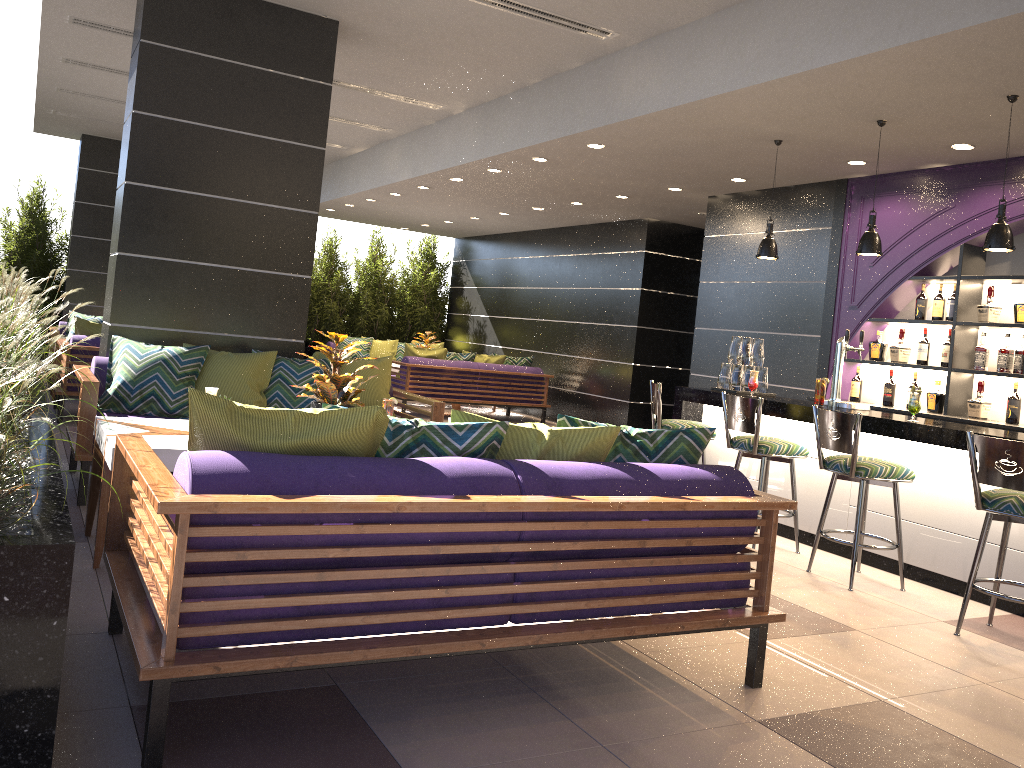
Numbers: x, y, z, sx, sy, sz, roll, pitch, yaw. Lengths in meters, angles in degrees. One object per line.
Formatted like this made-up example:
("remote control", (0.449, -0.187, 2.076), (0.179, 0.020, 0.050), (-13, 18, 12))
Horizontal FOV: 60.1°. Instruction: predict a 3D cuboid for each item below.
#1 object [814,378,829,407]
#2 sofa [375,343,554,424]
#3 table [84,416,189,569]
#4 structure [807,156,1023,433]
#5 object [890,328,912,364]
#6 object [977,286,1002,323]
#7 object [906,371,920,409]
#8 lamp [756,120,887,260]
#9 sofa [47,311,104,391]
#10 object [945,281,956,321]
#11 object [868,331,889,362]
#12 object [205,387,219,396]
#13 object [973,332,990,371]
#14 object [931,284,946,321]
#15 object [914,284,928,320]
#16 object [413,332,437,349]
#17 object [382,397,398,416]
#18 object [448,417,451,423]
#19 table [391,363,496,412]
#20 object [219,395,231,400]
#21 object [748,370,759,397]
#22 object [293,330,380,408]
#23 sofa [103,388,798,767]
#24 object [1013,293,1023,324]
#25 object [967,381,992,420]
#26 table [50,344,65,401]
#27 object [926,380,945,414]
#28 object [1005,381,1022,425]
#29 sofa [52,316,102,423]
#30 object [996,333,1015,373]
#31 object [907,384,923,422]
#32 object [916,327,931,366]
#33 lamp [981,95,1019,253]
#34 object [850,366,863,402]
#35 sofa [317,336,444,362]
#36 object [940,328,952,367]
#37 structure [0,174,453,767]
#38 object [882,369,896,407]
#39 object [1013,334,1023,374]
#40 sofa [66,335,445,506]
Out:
("object", (1.982, 0.052, 5.681), (0.067, 0.190, 0.084), (6, 0, -4))
("sofa", (-0.654, -0.020, 11.739), (2.120, 0.919, 1.123), (5, 2, -29))
("table", (-0.932, 0.542, 4.365), (2.031, 0.554, 0.944), (4, 3, -29))
("structure", (3.788, -0.140, 5.548), (0.529, 2.760, 4.645), (6, 2, -29))
("object", (3.078, -0.301, 7.006), (0.123, 0.279, 0.123), (6, 0, -16))
("object", (3.462, -0.571, 6.414), (0.123, 0.279, 0.123), (6, 0, -16))
("object", (3.116, 0.043, 6.874), (0.103, 0.315, 0.087), (6, 0, -24))
("lamp", (2.114, -1.297, 6.054), (0.192, 0.864, 1.084), (6, 2, -29))
("sofa", (-4.435, -0.361, 10.750), (2.120, 0.919, 1.123), (5, 2, -29))
("object", (3.319, -0.618, 6.661), (0.103, 0.315, 0.087), (6, 0, -24))
("object", (2.970, -0.306, 7.175), (0.094, 0.248, 0.152), (6, 1, -40))
("object", (-1.510, 0.109, 4.427), (0.069, 0.181, 0.068), (6, 0, 44))
("object", (3.413, -0.236, 6.424), (0.082, 0.282, 0.083), (6, 0, -44))
("object", (3.279, -0.621, 6.789), (0.086, 0.299, 0.086), (6, 0, 20))
("object", (3.203, -0.637, 6.919), (0.086, 0.297, 0.086), (6, 0, 20))
("object", (-1.250, -0.501, 12.820), (0.429, 0.526, 0.425), (6, 1, -12))
("object", (-0.675, 0.169, 4.853), (0.084, 0.190, 0.067), (6, 0, -4))
("object", (-0.273, 0.230, 4.430), (0.105, 0.197, 0.106), (6, 0, -1))
("table", (-1.269, 0.037, 12.849), (2.032, 0.554, 0.944), (4, 3, -29))
("object", (-1.254, 0.153, 3.854), (0.069, 0.211, 0.068), (6, 0, 44))
("object", (1.693, -0.003, 6.212), (0.069, 0.181, 0.068), (6, 0, 33))
("object", (-0.871, 0.007, 4.360), (0.429, 0.526, 0.426), (6, 1, -17))
("sofa", (-0.206, 0.505, 3.099), (2.120, 0.919, 1.123), (5, 2, -29))
("object", (3.595, -0.530, 6.198), (0.094, 0.248, 0.152), (6, 1, -41))
("object", (3.379, 0.115, 6.393), (0.123, 0.279, 0.124), (6, 0, -29))
("table", (-3.851, -0.056, 9.645), (2.032, 0.554, 0.944), (4, 3, -29))
("object", (3.208, 0.097, 6.690), (0.094, 0.248, 0.152), (6, 1, -19))
("object", (3.491, 0.130, 6.152), (0.086, 0.297, 0.086), (6, 0, 20))
("sofa", (-3.194, -0.107, 8.504), (2.120, 0.919, 1.123), (5, 2, -29))
("object", (3.516, -0.218, 6.298), (0.082, 0.282, 0.083), (6, 0, -29))
("object", (2.316, 0.109, 5.088), (0.069, 0.211, 0.068), (6, 0, 44))
("object", (3.165, -0.289, 6.799), (0.086, 0.298, 0.086), (6, 0, 20))
("lamp", (2.743, -1.168, 4.915), (0.163, 0.864, 0.162), (6, 0, 13))
("object", (2.857, -0.002, 7.334), (0.086, 0.299, 0.086), (6, 0, 20))
("sofa", (-1.896, -0.274, 13.984), (2.120, 0.919, 1.123), (5, 2, -29))
("object", (3.277, -0.269, 6.642), (0.086, 0.298, 0.086), (6, 0, 20))
("structure", (1.306, -0.503, 4.106), (7.797, 3.122, 24.807), (4, 3, -29))
("object", (3.012, 0.029, 7.054), (0.086, 0.299, 0.086), (6, 0, 20))
("object", (3.565, -0.206, 6.171), (0.083, 0.282, 0.083), (6, 0, -9))
("sofa", (-1.631, 0.213, 5.677), (2.120, 0.919, 1.123), (5, 2, -29))
